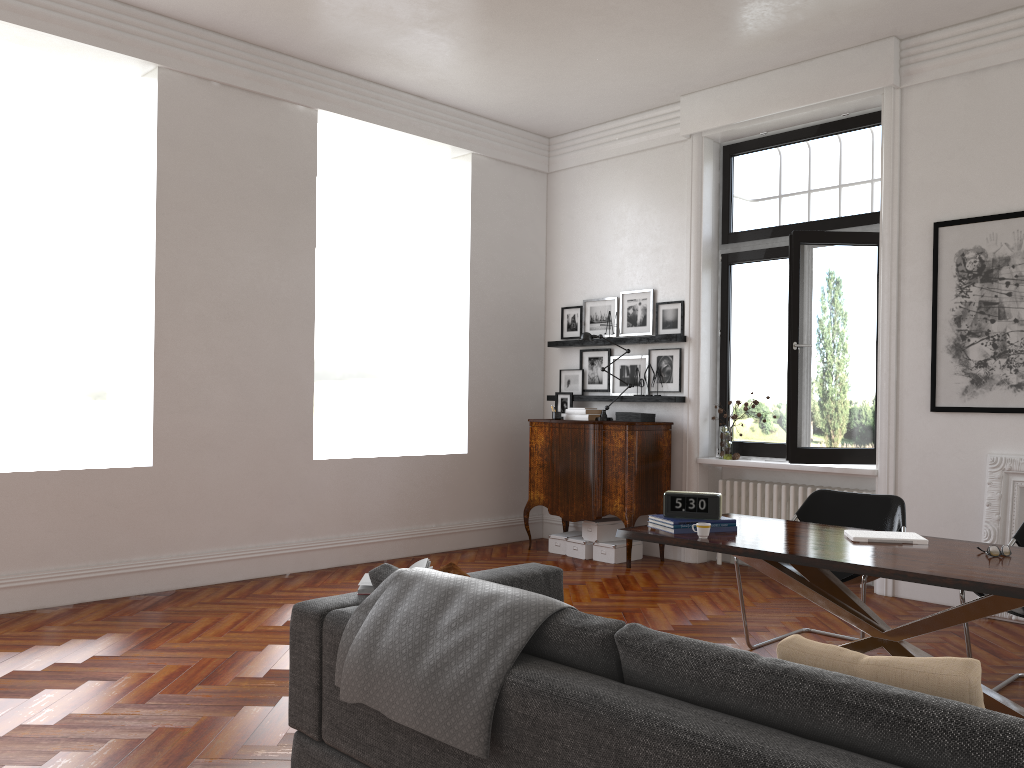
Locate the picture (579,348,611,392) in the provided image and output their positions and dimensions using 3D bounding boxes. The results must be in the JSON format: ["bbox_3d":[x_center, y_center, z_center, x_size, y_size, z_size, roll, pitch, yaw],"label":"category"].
[{"bbox_3d":[0.785,-0.128,8.388,0.020,0.406,0.373,1,0,-44],"label":"picture"}]

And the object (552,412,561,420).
[{"bbox_3d":[0.405,0.289,8.026,0.091,0.077,0.091,1,-1,19],"label":"object"}]

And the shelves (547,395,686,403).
[{"bbox_3d":[0.922,0.136,8.147,0.156,0.055,1.514,2,-1,-44],"label":"shelves"}]

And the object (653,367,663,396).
[{"bbox_3d":[1.289,-0.019,7.838,0.040,0.262,0.110,1,0,-44],"label":"object"}]

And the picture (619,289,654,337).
[{"bbox_3d":[1.129,-0.643,8.042,0.020,0.409,0.369,1,0,-44],"label":"picture"}]

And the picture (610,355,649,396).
[{"bbox_3d":[1.073,-0.073,8.092,0.020,0.365,0.434,1,0,-44],"label":"picture"}]

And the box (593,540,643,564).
[{"bbox_3d":[0.924,1.459,7.731,0.394,0.177,0.245,2,-1,-44],"label":"box"}]

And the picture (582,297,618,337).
[{"bbox_3d":[0.828,-0.621,8.350,0.020,0.367,0.415,1,0,-44],"label":"picture"}]

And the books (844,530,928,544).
[{"bbox_3d":[1.734,0.713,4.124,0.325,0.026,0.231,1,-1,11],"label":"books"}]

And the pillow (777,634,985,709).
[{"bbox_3d":[0.889,0.828,2.093,0.225,0.460,0.486,1,0,-45],"label":"pillow"}]

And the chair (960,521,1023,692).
[{"bbox_3d":[2.570,1.049,4.056,0.746,0.872,0.752,1,-1,-44],"label":"chair"}]

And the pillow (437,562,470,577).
[{"bbox_3d":[-0.126,0.864,3.268,0.330,0.396,0.470,1,-1,-7],"label":"pillow"}]

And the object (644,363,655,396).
[{"bbox_3d":[1.221,-0.038,7.868,0.040,0.299,0.118,1,0,-44],"label":"object"}]

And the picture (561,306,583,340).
[{"bbox_3d":[0.580,-0.593,8.604,0.020,0.315,0.267,1,0,-44],"label":"picture"}]

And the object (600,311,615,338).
[{"bbox_3d":[0.886,-0.544,8.207,0.040,0.260,0.174,1,0,-44],"label":"object"}]

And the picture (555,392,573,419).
[{"bbox_3d":[0.495,0.207,8.457,0.020,0.257,0.213,1,0,-44],"label":"picture"}]

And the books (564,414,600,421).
[{"bbox_3d":[0.656,0.304,8.065,0.229,0.057,0.294,2,-1,-44],"label":"books"}]

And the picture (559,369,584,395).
[{"bbox_3d":[0.574,-0.014,8.567,0.020,0.253,0.299,1,0,-44],"label":"picture"}]

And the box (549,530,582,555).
[{"bbox_3d":[0.537,1.461,8.128,0.209,0.177,0.394,0,-1,41],"label":"box"}]

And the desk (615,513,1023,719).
[{"bbox_3d":[1.638,1.090,3.870,1.030,0.751,2.226,1,-1,-44],"label":"desk"}]

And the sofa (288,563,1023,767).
[{"bbox_3d":[0.574,1.059,2.645,1.262,0.829,2.644,2,-1,-44],"label":"sofa"}]

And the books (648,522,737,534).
[{"bbox_3d":[0.886,0.702,4.369,0.347,0.027,0.264,1,-1,-19],"label":"books"}]

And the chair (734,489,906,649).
[{"bbox_3d":[1.749,1.054,4.897,0.746,0.872,0.752,1,-1,-44],"label":"chair"}]

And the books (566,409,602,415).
[{"bbox_3d":[0.661,0.253,8.067,0.254,0.044,0.239,2,-1,-44],"label":"books"}]

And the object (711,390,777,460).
[{"bbox_3d":[1.941,0.339,7.451,0.541,0.599,0.317,1,0,16],"label":"object"}]

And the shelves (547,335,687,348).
[{"bbox_3d":[0.929,-0.388,8.145,0.158,0.055,1.514,2,-1,-44],"label":"shelves"}]

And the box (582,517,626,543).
[{"bbox_3d":[0.835,1.284,7.824,0.394,0.177,0.209,1,-1,-34],"label":"box"}]

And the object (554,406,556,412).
[{"bbox_3d":[0.396,0.256,8.057,0.046,0.139,0.010,1,0,43],"label":"object"}]

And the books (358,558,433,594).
[{"bbox_3d":[-0.432,0.727,3.366,0.278,0.096,0.225,1,-1,-2],"label":"books"}]

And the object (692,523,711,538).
[{"bbox_3d":[0.879,0.676,4.092,0.064,0.065,0.082,1,-1,-24],"label":"object"}]

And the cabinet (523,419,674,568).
[{"bbox_3d":[0.732,0.935,7.909,0.640,1.218,1.266,1,0,-44],"label":"cabinet"}]

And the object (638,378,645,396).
[{"bbox_3d":[1.153,0.030,7.887,0.040,0.161,0.066,1,0,-44],"label":"object"}]

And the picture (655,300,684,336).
[{"bbox_3d":[1.383,-0.571,7.781,0.020,0.303,0.289,1,0,-44],"label":"picture"}]

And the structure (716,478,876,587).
[{"bbox_3d":[2.283,1.205,7.194,0.225,0.778,1.453,1,-1,-44],"label":"structure"}]

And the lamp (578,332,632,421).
[{"bbox_3d":[0.836,-0.066,7.984,0.491,0.802,0.174,1,0,10],"label":"lamp"}]

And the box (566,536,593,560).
[{"bbox_3d":[0.709,1.459,7.908,0.394,0.177,0.245,2,-1,-39],"label":"box"}]

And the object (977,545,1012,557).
[{"bbox_3d":[2.036,0.696,3.725,0.114,0.047,0.133,1,-1,9],"label":"object"}]

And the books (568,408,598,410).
[{"bbox_3d":[0.644,0.224,8.055,0.179,0.014,0.200,2,-2,-44],"label":"books"}]

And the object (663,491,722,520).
[{"bbox_3d":[0.879,0.592,4.322,0.275,0.125,0.082,1,0,19],"label":"object"}]

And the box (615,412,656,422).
[{"bbox_3d":[1.079,0.291,7.749,0.208,0.086,0.282,2,-1,-44],"label":"box"}]

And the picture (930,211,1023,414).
[{"bbox_3d":[3.249,-0.468,5.884,0.035,1.323,0.882,1,0,-44],"label":"picture"}]

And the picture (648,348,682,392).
[{"bbox_3d":[1.344,-0.118,7.818,0.020,0.384,0.343,1,0,-44],"label":"picture"}]

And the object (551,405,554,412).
[{"bbox_3d":[0.375,0.249,8.045,0.010,0.119,0.050,1,0,-42],"label":"object"}]

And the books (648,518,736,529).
[{"bbox_3d":[0.883,0.679,4.355,0.344,0.017,0.250,1,-1,-19],"label":"books"}]

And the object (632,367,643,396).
[{"bbox_3d":[1.125,-0.019,7.954,0.040,0.260,0.124,1,0,-44],"label":"object"}]

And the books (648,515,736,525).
[{"bbox_3d":[0.883,0.663,4.354,0.344,0.017,0.250,1,-1,-19],"label":"books"}]

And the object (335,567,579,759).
[{"bbox_3d":[-0.189,0.811,2.734,0.400,0.387,0.752,1,-1,-44],"label":"object"}]

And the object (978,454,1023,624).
[{"bbox_3d":[3.402,0.996,5.577,0.233,1.062,0.830,1,0,-44],"label":"object"}]
